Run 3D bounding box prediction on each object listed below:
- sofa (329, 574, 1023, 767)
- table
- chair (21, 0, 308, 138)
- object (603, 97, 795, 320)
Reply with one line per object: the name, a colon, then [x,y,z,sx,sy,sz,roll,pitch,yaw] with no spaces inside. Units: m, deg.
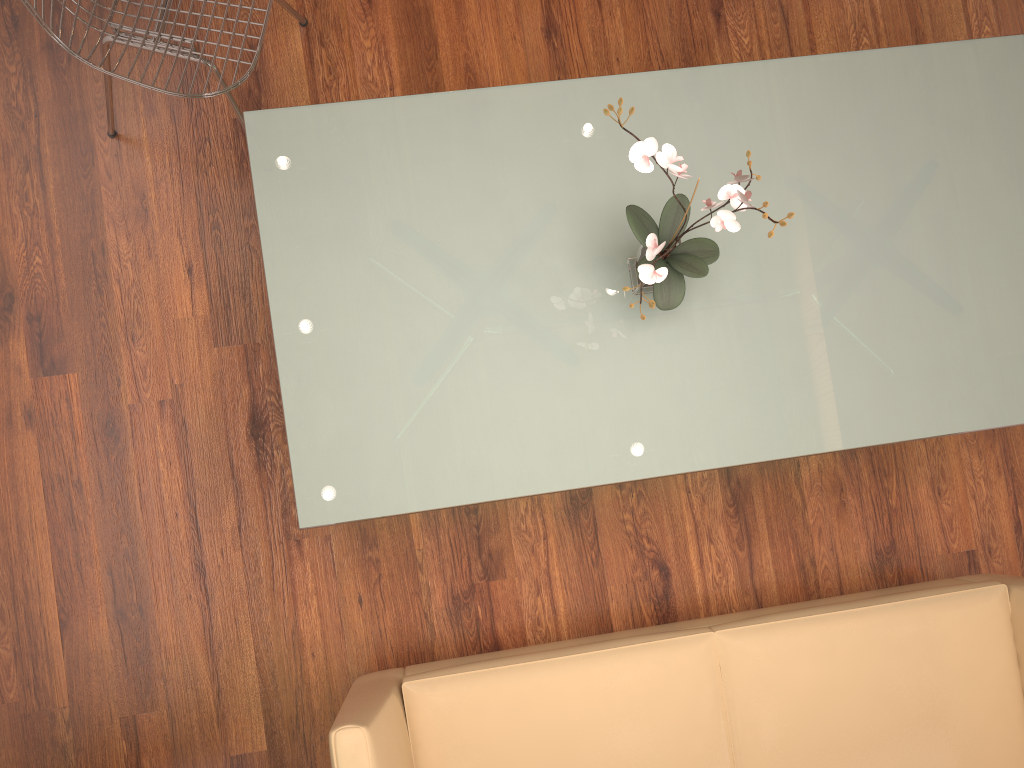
sofa: [0.553,1.016,2.094,1.798,0.846,0.873,-8,84,-6]
table: [0.363,-0.222,2.300,1.867,0.565,0.934,-8,85,-6]
chair: [-0.842,-0.952,2.069,0.561,0.910,0.538,12,81,-4]
object: [0.331,-0.332,1.720,0.297,0.596,0.368,-13,84,-7]
